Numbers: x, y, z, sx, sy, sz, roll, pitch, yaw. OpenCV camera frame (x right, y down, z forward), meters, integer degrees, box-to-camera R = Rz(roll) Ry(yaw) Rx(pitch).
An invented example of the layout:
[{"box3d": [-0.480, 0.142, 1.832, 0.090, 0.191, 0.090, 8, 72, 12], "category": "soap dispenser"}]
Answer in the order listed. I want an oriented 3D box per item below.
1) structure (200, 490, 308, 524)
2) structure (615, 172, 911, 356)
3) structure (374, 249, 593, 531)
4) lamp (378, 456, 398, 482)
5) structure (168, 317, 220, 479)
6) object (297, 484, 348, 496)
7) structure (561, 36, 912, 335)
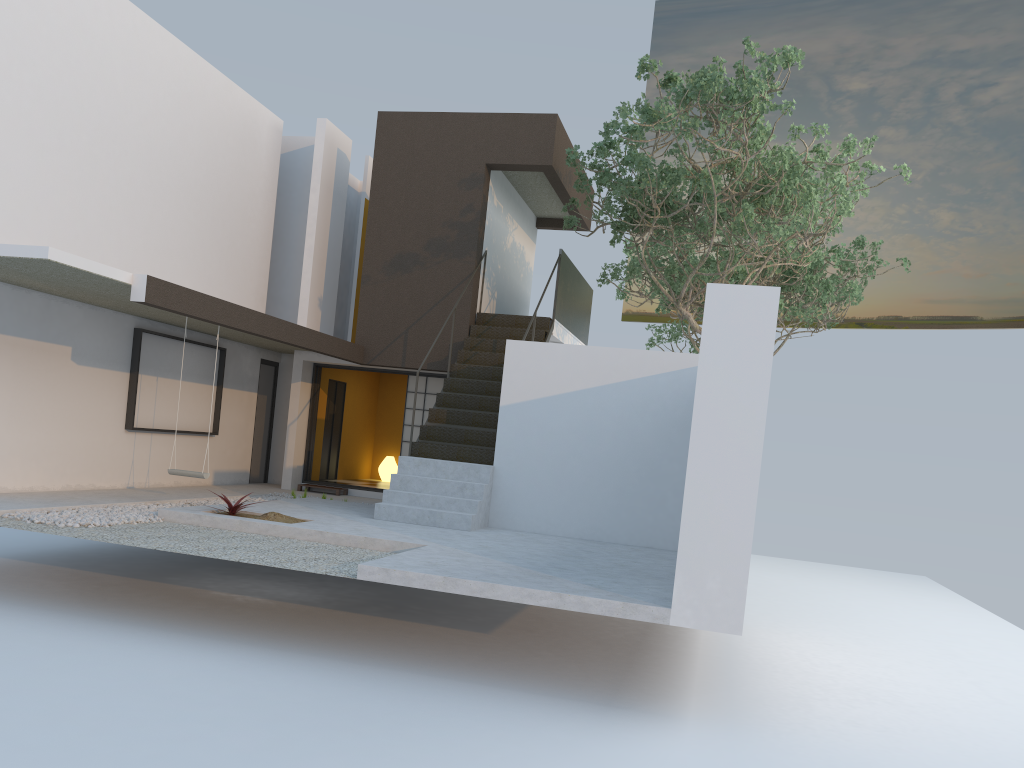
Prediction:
[{"box3d": [-2.687, 1.300, 9.159, 1.200, 0.292, 0.749, 5, -3, 14], "category": "structure"}, {"box3d": [4.915, -1.475, 18.129, 5.514, 4.710, 7.296, 6, -2, -6], "category": "structure"}, {"box3d": [-0.050, -0.081, 13.079, 1.156, 3.950, 6.567, 6, -2, 14], "category": "structure"}, {"box3d": [-2.317, 1.608, 16.604, 0.386, 0.501, 0.395, 6, -1, 3], "category": "lamp"}, {"box3d": [-3.584, 0.125, 10.015, 0.461, 1.871, 0.129, 6, 2, 14], "category": "structure"}, {"box3d": [-2.977, 1.666, 13.900, 0.701, 0.101, 0.351, 5, -4, 14], "category": "object"}, {"box3d": [2.789, -1.996, 11.866, 4.339, 3.706, 5.741, 6, -2, -6], "category": "structure"}]
